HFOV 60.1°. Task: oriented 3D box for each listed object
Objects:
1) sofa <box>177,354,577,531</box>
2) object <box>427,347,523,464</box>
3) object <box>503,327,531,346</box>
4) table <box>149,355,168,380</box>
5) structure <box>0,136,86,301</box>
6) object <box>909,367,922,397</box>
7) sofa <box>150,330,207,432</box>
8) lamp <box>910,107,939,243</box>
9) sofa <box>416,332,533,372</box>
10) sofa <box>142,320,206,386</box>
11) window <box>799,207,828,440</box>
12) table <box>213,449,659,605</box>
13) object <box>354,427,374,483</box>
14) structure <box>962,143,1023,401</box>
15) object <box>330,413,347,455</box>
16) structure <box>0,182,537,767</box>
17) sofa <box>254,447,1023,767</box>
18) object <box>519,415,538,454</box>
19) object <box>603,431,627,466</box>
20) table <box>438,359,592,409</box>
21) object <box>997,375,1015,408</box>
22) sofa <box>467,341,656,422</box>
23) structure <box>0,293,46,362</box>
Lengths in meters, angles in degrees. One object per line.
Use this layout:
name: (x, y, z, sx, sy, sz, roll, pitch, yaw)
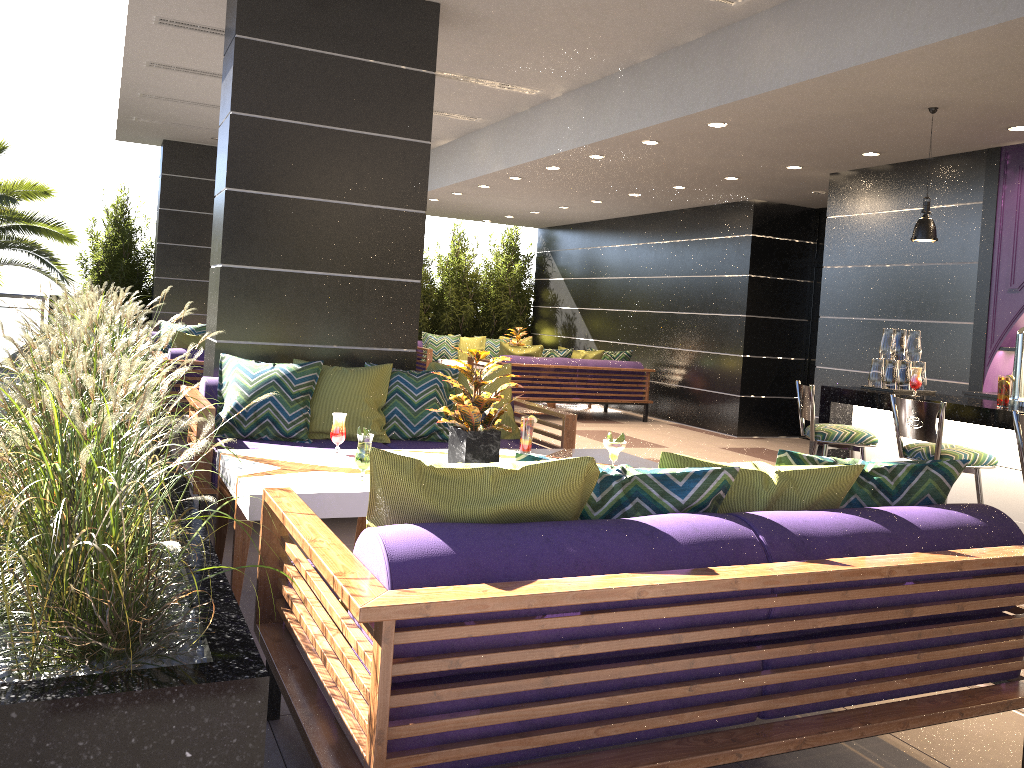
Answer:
sofa: (-0.810, 0.311, 5.264, 2.123, 0.918, 1.123, 2, 3, -25)
object: (-0.157, 0.104, 3.892, 0.430, 0.526, 0.426, 3, 2, -13)
object: (0.071, -0.533, 12.357, 0.430, 0.526, 0.426, 4, 2, -8)
table: (-2.740, 0.043, 9.381, 2.034, 0.553, 0.944, 2, 4, -25)
structure: (-6.952, -1.678, 10.123, 3.756, 3.299, 3.804, 5, 3, 18)
object: (2.535, -0.014, 5.556, 0.069, 0.181, 0.068, 5, 2, 37)
sofa: (-2.171, -0.009, 8.195, 2.123, 0.918, 1.123, 2, 3, -25)
lamp: (2.897, -1.316, 5.349, 0.192, 0.863, 1.084, 3, 3, -25)
sofa: (-0.479, -0.306, 13.569, 2.123, 0.918, 1.123, 2, 3, -25)
sofa: (-3.252, -0.262, 10.522, 2.123, 0.918, 1.123, 2, 3, -25)
window: (3.927, -0.636, 9.795, 0.108, 2.758, 1.832, 4, 2, -25)
table: (-0.199, 0.640, 3.909, 2.034, 0.553, 0.944, 2, 4, -25)
object: (-0.571, 0.269, 3.417, 0.068, 0.211, 0.069, 3, 2, -42)
structure: (4.569, -0.202, 4.740, 0.529, 2.756, 4.645, 3, 3, -25)
object: (-0.786, 0.224, 4.007, 0.068, 0.181, 0.069, 3, 2, -42)
structure: (1.976, -0.466, 3.474, 7.807, 3.117, 24.809, 2, 5, -25)
sofa: (0.431, 0.603, 2.593, 2.123, 0.918, 1.123, 2, 3, -25)
object: (0.080, 0.251, 4.372, 0.084, 0.189, 0.067, 4, 1, 0)
object: (0.452, 0.308, 3.922, 0.106, 0.197, 0.106, 4, 2, 3)
table: (0.074, 0.005, 12.394, 2.034, 0.553, 0.944, 2, 4, -25)
object: (2.786, 0.041, 5.005, 0.067, 0.189, 0.085, 4, 1, 0)
sofa: (0.602, -0.052, 11.242, 2.123, 0.918, 1.123, 2, 3, -25)
structure: (-8.470, -0.028, 1.868, 12.901, 1.057, 17.560, 2, 5, -25)
